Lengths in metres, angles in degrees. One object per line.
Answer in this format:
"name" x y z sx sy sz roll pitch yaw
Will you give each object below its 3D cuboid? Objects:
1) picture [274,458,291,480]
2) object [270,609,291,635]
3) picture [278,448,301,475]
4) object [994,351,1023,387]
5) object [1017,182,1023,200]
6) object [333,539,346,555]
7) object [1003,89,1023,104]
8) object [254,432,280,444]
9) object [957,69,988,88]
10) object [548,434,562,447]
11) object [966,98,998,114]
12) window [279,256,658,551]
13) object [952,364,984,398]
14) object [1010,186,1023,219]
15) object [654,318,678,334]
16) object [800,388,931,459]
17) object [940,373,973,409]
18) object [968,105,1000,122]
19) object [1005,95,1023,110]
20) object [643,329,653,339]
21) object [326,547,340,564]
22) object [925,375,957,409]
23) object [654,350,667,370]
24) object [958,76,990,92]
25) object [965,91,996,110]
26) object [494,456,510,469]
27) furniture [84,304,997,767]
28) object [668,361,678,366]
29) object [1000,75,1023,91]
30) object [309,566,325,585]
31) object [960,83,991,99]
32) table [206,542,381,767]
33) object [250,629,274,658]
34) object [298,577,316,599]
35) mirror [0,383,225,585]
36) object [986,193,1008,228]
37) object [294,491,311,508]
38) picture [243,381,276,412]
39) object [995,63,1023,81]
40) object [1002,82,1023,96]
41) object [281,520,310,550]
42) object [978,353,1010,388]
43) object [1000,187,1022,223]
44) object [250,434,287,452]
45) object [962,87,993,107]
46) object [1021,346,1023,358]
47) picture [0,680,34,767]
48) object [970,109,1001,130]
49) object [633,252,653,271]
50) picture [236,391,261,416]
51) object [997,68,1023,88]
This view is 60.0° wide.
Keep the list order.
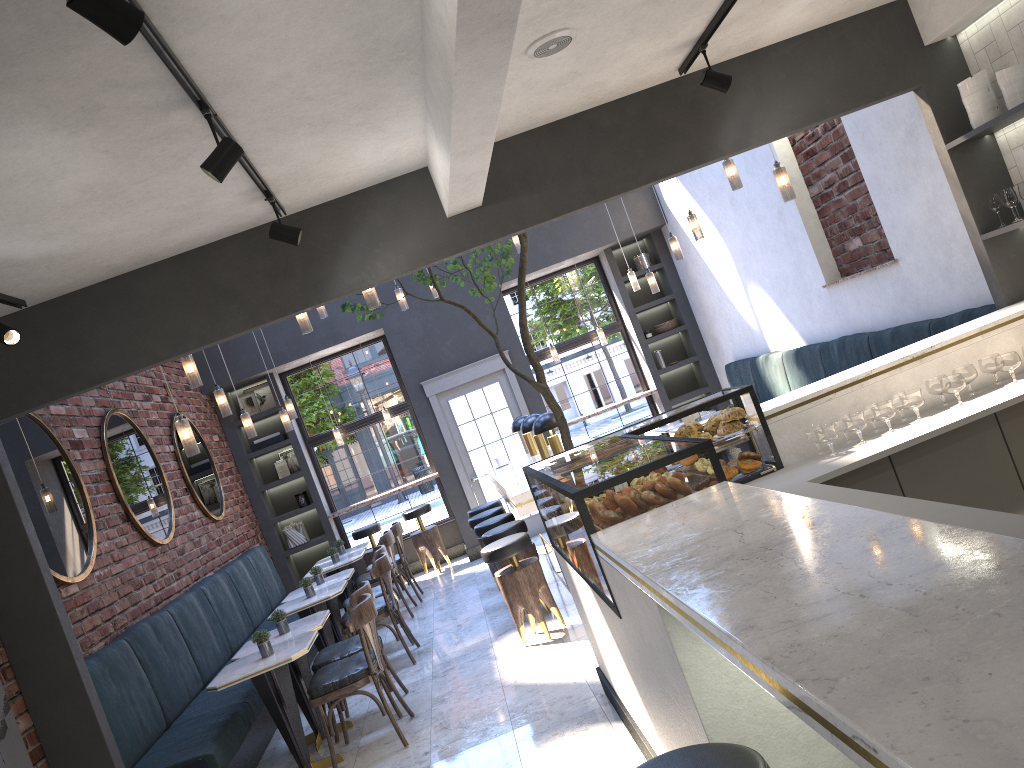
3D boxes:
"picture" -2.894 1.073 11.179 0.161 0.227 0.049 -21 0 -5
"object" -1.534 1.572 5.873 0.118 0.165 0.123 -21 0 -28
"picture" -2.794 0.982 11.216 0.247 0.326 0.044 -21 0 -5
"object" 2.438 -0.074 4.337 0.114 0.147 0.114 -21 0 -1
"object" 2.820 -1.012 4.839 0.070 0.188 0.070 -21 0 -14
"object" -1.832 1.737 9.458 0.118 0.165 0.123 -21 0 -28
"object" 2.650 -1.499 4.612 0.153 0.074 0.154 -21 -1 -2
"object" -3.040 0.675 11.013 0.327 0.039 0.227 -21 -1 -15
"object" 2.503 -1.643 4.817 0.153 0.070 0.153 -22 -1 41
"object" 0.445 0.577 9.115 0.175 0.097 0.302 -21 -1 -14
"object" 2.563 -1.495 4.824 0.153 0.062 0.153 -21 -1 24
"window" -0.469 -1.302 5.373 6.403 5.364 12.714 -21 -1 -5
"object" 2.287 -0.015 4.454 0.114 0.147 0.114 -21 0 -1
"object" 2.810 -1.007 4.956 0.070 0.188 0.070 -21 0 -14
"object" 2.007 -0.743 11.507 0.305 0.123 0.304 -21 -1 16
"object" 1.737 0.194 4.364 0.575 0.147 0.256 -21 -1 -5
"object" 2.157 0.033 4.310 0.114 0.147 0.114 -21 0 -1
"object" 2.573 -1.467 4.825 0.153 0.074 0.154 -21 -1 -2
"object" 2.660 -1.465 4.614 0.153 0.055 0.153 -20 -1 -43
"object" 1.752 -0.645 11.458 0.116 0.119 0.117 -21 -1 -29
"object" -1.784 1.710 8.879 0.118 0.165 0.123 -21 0 -28
"object" 2.146 0.039 4.441 0.114 0.147 0.114 -21 0 -1
"object" 1.907 -0.315 11.413 0.098 0.248 0.098 -21 0 34
"object" 2.517 -1.614 4.819 0.153 0.067 0.153 -22 -1 41
"object" 2.550 -1.524 4.823 0.153 0.075 0.153 -20 -1 -38
"object" -0.115 0.789 9.029 0.176 0.098 0.204 -21 -1 0
"furniture" 0.266 1.184 7.618 6.019 1.151 5.343 -21 -1 -5
"object" 2.076 -0.261 11.398 0.130 0.026 0.131 -21 -1 -22
"object" 2.626 -1.557 4.611 0.153 0.075 0.153 -20 -1 -38
"object" -1.685 1.655 7.687 0.118 0.165 0.123 -21 0 -28
"object" 2.526 -1.585 4.820 0.154 0.076 0.153 -21 -1 16
"table" 0.339 1.369 7.573 4.598 0.751 4.832 -21 -1 -5
"object" -1.485 1.545 5.293 0.118 0.165 0.123 -21 0 -28
"object" -1.637 1.629 7.107 0.118 0.165 0.123 -21 0 -28
"mirror" -3.117 0.612 7.309 0.036 1.510 4.775 -21 -1 -5
"object" 2.708 -0.968 4.946 0.070 0.188 0.070 -21 0 -14
"object" -2.597 1.433 11.002 0.152 0.181 0.152 -21 -1 33
"picture" -3.168 0.188 11.204 0.361 0.369 0.055 -21 0 -5
"object" 2.603 -1.617 4.607 0.154 0.076 0.153 -21 -1 16
"object" 2.640 -1.527 4.611 0.153 0.062 0.153 -21 -1 24
"object" -2.689 1.847 10.994 0.250 0.323 0.241 -21 0 -5
"object" 2.427 -0.068 4.468 0.114 0.147 0.114 -21 0 -1
"object" 2.717 -0.973 4.829 0.070 0.188 0.070 -21 0 -14
"object" -3.013 0.731 11.001 0.412 0.084 0.287 -21 -1 -5
"object" 2.538 -1.551 4.823 0.153 0.060 0.153 -21 -1 -23
"object" 2.579 -0.128 4.351 0.114 0.147 0.114 -21 0 -1
"picture" -2.437 1.220 2.893 0.033 2.027 2.822 -21 -1 -5
"object" 2.584 -1.432 4.827 0.153 0.055 0.153 -20 -1 -43
"object" 1.705 -1.587 11.527 0.214 0.215 0.213 -21 0 4
"picture" -3.310 0.268 11.155 0.230 0.313 0.061 -21 0 -5
"object" 2.614 -1.584 4.610 0.153 0.060 0.153 -21 -1 -23
